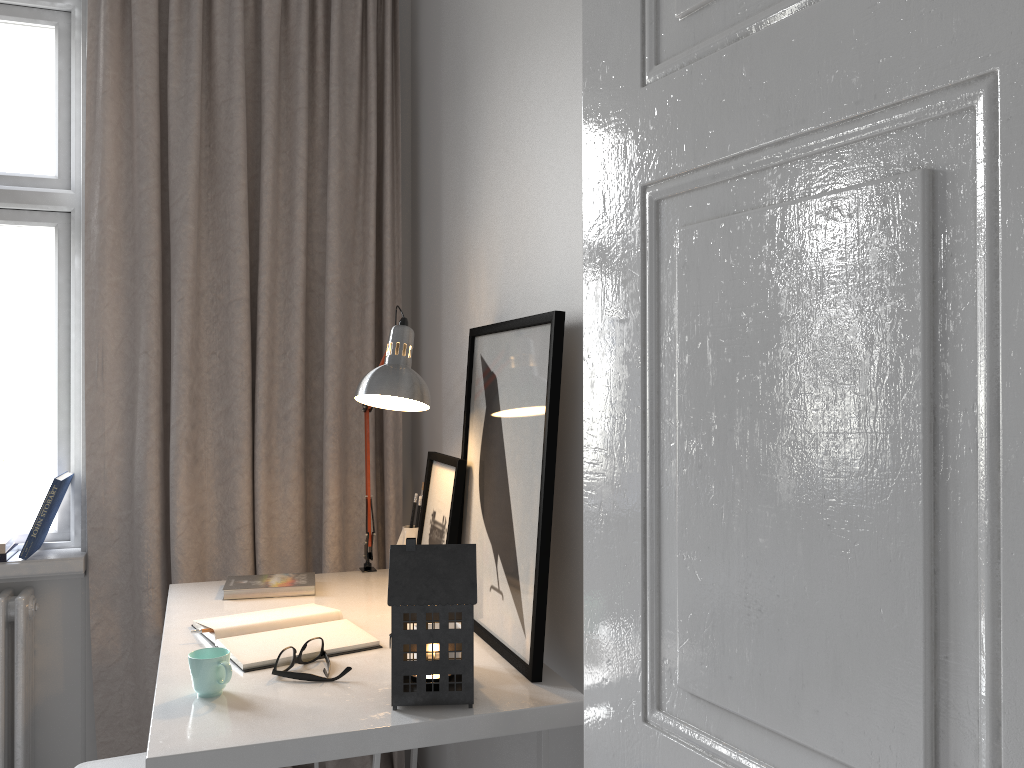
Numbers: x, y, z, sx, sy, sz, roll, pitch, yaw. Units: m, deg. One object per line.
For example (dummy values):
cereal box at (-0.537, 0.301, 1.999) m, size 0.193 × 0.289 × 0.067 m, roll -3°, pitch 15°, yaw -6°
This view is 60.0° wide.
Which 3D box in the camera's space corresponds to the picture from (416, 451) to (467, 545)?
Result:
picture at (-0.169, 0.327, 1.991) m, size 0.062 × 0.333 × 0.261 m, roll 0°, pitch 0°, yaw -20°

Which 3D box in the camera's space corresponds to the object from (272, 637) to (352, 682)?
object at (-0.349, 0.470, 1.502) m, size 0.114 × 0.047 × 0.133 m, roll 0°, pitch 0°, yaw -32°

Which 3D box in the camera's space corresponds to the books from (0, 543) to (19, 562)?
books at (-1.420, 0.441, 2.290) m, size 0.245 × 0.022 × 0.156 m, roll 0°, pitch 0°, yaw -15°

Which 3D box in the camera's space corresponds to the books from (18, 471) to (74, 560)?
books at (-1.233, 0.345, 2.353) m, size 0.101 × 0.211 × 0.175 m, roll 0°, pitch 0°, yaw -16°

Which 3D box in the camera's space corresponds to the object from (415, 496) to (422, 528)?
object at (-0.246, 0.388, 2.274) m, size 0.008 × 0.207 × 0.054 m, roll 0°, pitch 0°, yaw -37°

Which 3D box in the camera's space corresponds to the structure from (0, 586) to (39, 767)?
structure at (-1.648, 0.834, 2.181) m, size 0.935 × 0.600 × 0.216 m, roll 0°, pitch 0°, yaw -20°

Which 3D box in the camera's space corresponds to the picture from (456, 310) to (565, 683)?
picture at (-0.022, 0.185, 1.700) m, size 0.062 × 0.614 × 0.493 m, roll 0°, pitch 0°, yaw -20°

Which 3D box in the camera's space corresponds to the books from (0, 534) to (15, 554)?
books at (-1.423, 0.417, 2.283) m, size 0.246 × 0.025 × 0.157 m, roll 0°, pitch 0°, yaw -17°

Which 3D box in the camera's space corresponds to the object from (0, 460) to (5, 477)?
object at (-1.422, 0.246, 2.281) m, size 0.220 × 0.318 × 0.210 m, roll 0°, pitch 0°, yaw 18°

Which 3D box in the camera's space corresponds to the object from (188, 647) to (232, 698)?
object at (-0.478, 0.460, 1.402) m, size 0.064 × 0.065 × 0.082 m, roll 0°, pitch 0°, yaw -21°

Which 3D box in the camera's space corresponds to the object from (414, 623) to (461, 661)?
object at (-0.122, 0.455, 1.521) m, size 0.078 × 0.073 × 0.065 m, roll 0°, pitch 0°, yaw -24°

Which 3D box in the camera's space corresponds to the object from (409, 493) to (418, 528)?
object at (-0.263, 0.389, 2.297) m, size 0.008 × 0.207 × 0.054 m, roll 0°, pitch 0°, yaw 36°

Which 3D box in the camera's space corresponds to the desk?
desk at (-0.359, 0.881, 1.777) m, size 0.641 × 0.776 × 1.163 m, roll 0°, pitch 0°, yaw -20°

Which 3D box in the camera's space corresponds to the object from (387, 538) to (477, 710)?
object at (-0.124, 0.367, 1.397) m, size 0.135 × 0.248 × 0.135 m, roll 0°, pitch 0°, yaw -4°

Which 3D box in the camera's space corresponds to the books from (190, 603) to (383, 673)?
books at (-0.461, 0.478, 1.723) m, size 0.291 × 0.029 × 0.358 m, roll 0°, pitch 0°, yaw -34°

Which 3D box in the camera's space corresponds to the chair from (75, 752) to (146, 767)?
chair at (-0.659, 1.003, 1.657) m, size 0.409 × 0.527 × 0.407 m, roll 0°, pitch 0°, yaw -25°

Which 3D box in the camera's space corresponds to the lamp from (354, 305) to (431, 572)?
lamp at (-0.342, 0.194, 2.114) m, size 0.164 × 0.745 × 0.568 m, roll 0°, pitch 0°, yaw -24°

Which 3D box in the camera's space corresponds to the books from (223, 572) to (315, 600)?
books at (-0.577, 0.482, 2.120) m, size 0.207 × 0.024 × 0.149 m, roll 0°, pitch 0°, yaw -13°

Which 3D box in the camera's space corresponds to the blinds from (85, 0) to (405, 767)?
blinds at (-0.698, -0.070, 2.380) m, size 0.831 × 2.680 × 0.225 m, roll 0°, pitch 0°, yaw -20°

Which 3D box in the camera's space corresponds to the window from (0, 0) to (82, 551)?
window at (-1.689, -0.305, 2.316) m, size 1.047 × 1.537 × 0.079 m, roll 0°, pitch 0°, yaw -20°

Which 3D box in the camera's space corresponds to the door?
door at (0.260, 0.078, 0.831) m, size 0.034 × 2.326 × 0.678 m, roll 0°, pitch 0°, yaw -29°

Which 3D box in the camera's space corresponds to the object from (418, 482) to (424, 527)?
object at (-0.240, 0.372, 2.286) m, size 0.028 × 0.239 × 0.023 m, roll 0°, pitch 0°, yaw -22°

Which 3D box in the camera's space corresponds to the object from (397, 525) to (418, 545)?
object at (-0.257, 0.431, 2.284) m, size 0.101 × 0.126 × 0.101 m, roll 0°, pitch 0°, yaw -20°
